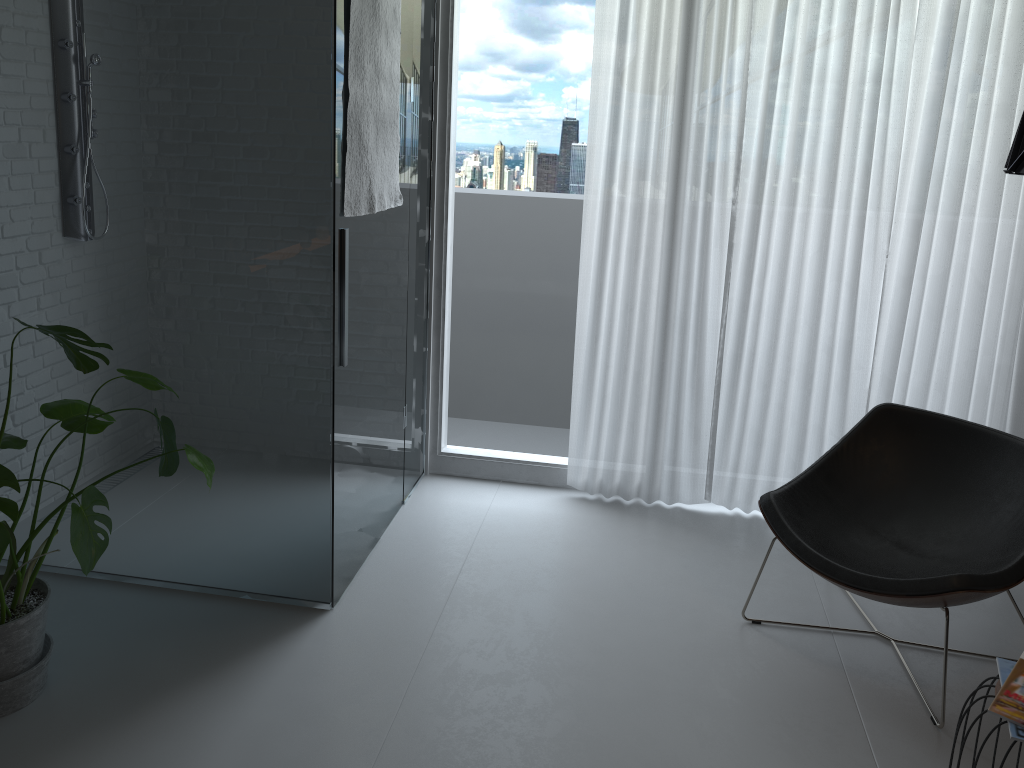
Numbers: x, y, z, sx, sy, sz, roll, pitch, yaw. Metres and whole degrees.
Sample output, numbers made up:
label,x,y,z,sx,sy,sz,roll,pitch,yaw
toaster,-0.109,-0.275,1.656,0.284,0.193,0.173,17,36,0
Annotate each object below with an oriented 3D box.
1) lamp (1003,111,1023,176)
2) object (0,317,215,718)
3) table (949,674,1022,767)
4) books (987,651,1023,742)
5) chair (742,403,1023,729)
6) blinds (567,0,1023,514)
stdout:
label,x,y,z,sx,sy,sz,roll,pitch,yaw
lamp,1.271,-0.810,1.560,0.586,0.887,0.616,9,15,26
object,-1.332,0.351,2.391,0.856,1.030,1.004,10,16,26
table,1.206,0.917,1.932,0.450,0.428,0.460,-1,15,-13
books,-2.657,0.941,1.118,8.235,0.366,0.413,-1,15,-12
chair,1.265,0.509,2.865,0.818,0.679,0.801,-9,19,-37
blinds,1.210,-0.728,3.525,1.854,2.650,0.139,5,12,9
